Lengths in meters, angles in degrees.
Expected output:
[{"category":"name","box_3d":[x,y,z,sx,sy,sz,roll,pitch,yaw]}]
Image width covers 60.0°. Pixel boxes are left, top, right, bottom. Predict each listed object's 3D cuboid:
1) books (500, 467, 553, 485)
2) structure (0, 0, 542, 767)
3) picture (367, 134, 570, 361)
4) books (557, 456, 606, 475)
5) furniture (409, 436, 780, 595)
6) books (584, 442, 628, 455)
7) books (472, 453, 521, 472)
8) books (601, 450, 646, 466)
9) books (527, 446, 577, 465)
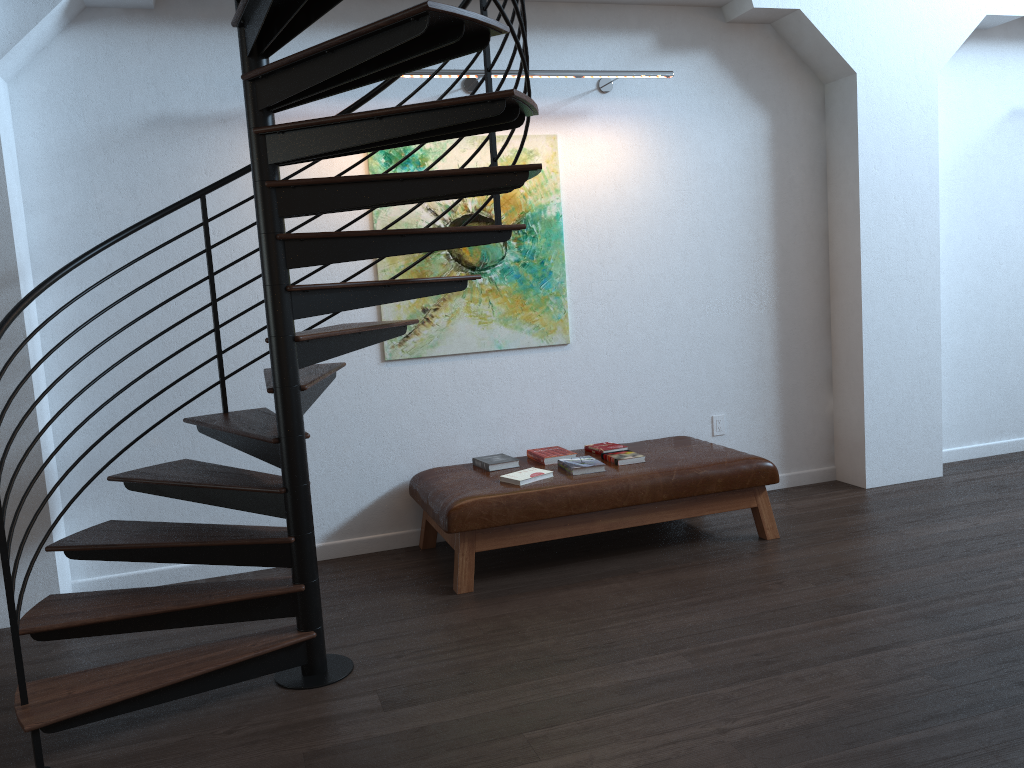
[{"category":"books","box_3d":[0.074,0.467,4.492,0.223,0.031,0.161,-9,8,-39]},{"category":"structure","box_3d":[-0.911,-1.042,3.183,1.998,4.352,1.998,0,8,33]},{"category":"picture","box_3d":[-0.220,-0.778,4.976,1.095,1.200,0.010,-6,7,-17]},{"category":"books","box_3d":[0.362,0.425,4.633,0.185,0.040,0.247,-6,7,-14]},{"category":"furniture","box_3d":[0.423,0.643,4.831,1.819,0.453,0.907,-6,7,-17]},{"category":"books","box_3d":[0.535,0.369,5.042,0.161,0.036,0.224,-7,7,-23]},{"category":"books","box_3d":[-0.088,0.429,4.864,0.183,0.044,0.254,-7,7,-23]},{"category":"books","box_3d":[0.596,0.395,4.767,0.161,0.032,0.224,-6,7,-17]},{"category":"books","box_3d":[0.221,0.397,4.941,0.197,0.043,0.283,-6,7,-18]}]
